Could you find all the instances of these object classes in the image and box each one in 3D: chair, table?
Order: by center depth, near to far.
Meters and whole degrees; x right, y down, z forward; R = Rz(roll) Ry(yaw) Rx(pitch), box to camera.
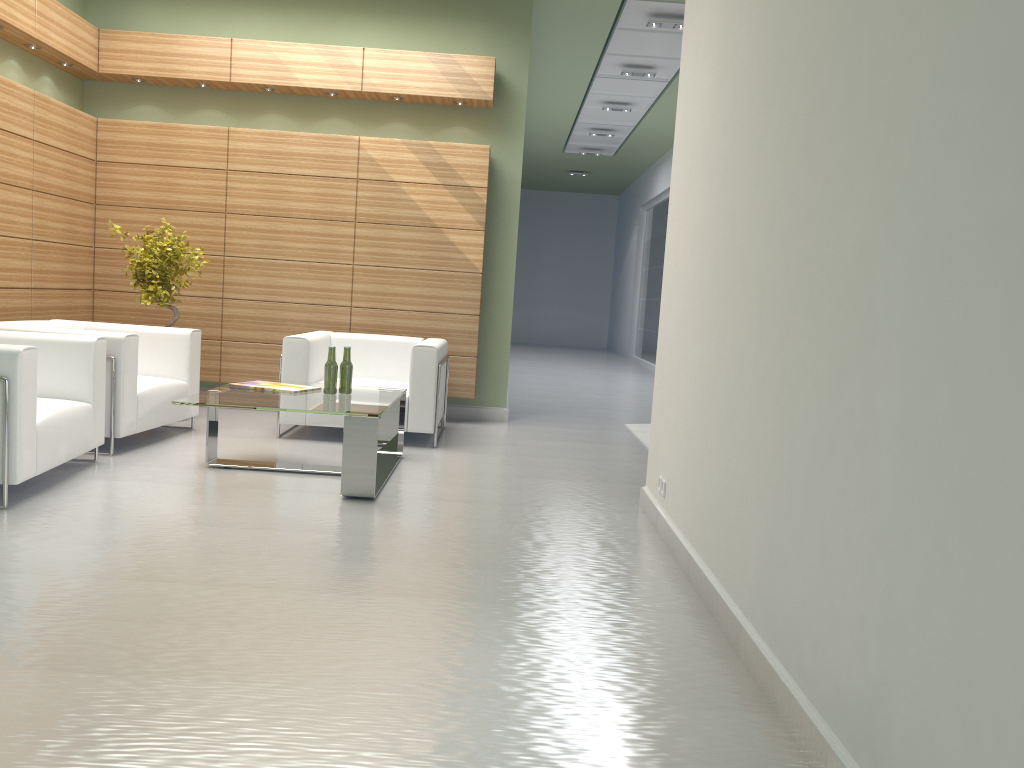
[{"bbox_3d":[-4.643,0.196,7.463,1.802,1.234,1.894,3,6,-6],"label":"chair"},{"bbox_3d":[-2.061,0.469,8.717,1.783,0.742,2.197,4,5,-1],"label":"table"},{"bbox_3d":[-4.648,-0.027,9.777,1.769,1.234,1.894,4,6,4],"label":"chair"},{"bbox_3d":[-1.812,0.020,11.256,1.894,1.234,1.802,4,5,-1],"label":"chair"}]

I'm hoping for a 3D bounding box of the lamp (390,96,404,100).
[{"bbox_3d":[-1.609,-4.025,12.415,0.181,0.074,0.181,-1,7,-40],"label":"lamp"}]

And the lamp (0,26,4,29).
[{"bbox_3d":[-5.870,-4.083,10.064,0.181,0.074,0.181,2,6,-18],"label":"lamp"}]

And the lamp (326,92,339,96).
[{"bbox_3d":[-2.510,-4.084,12.401,0.181,0.074,0.181,3,6,-6],"label":"lamp"}]

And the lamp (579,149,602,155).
[{"bbox_3d":[2.333,-6.889,26.283,0.657,0.159,0.286,4,5,-1],"label":"lamp"}]

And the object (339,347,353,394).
[{"bbox_3d":[-1.666,-0.138,8.914,0.131,0.475,0.131,0,7,-36],"label":"object"}]

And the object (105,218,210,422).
[{"bbox_3d":[-4.576,-0.851,11.339,1.201,2.565,1.116,0,7,-33],"label":"object"}]

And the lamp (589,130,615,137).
[{"bbox_3d":[2.361,-6.595,23.250,0.657,0.159,0.286,4,5,-1],"label":"lamp"}]

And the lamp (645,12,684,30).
[{"bbox_3d":[2.447,-5.690,13.920,0.657,0.159,0.286,4,5,-1],"label":"lamp"}]

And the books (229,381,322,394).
[{"bbox_3d":[-2.406,0.029,9.025,0.762,0.025,0.508,6,6,19],"label":"books"}]

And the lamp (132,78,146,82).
[{"bbox_3d":[-5.203,-4.259,12.359,0.181,0.074,0.181,3,6,-6],"label":"lamp"}]

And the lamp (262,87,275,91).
[{"bbox_3d":[-3.399,-4.142,12.387,0.181,0.074,0.181,-1,7,-40],"label":"lamp"}]

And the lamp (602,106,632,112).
[{"bbox_3d":[2.390,-6.292,20.131,0.657,0.159,0.286,4,5,-1],"label":"lamp"}]

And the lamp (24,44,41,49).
[{"bbox_3d":[-5.878,-4.162,10.880,0.181,0.074,0.181,1,6,-29],"label":"lamp"}]

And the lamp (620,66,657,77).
[{"bbox_3d":[2.419,-5.985,16.958,0.657,0.159,0.286,4,5,-1],"label":"lamp"}]

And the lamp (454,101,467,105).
[{"bbox_3d":[-0.725,-3.967,12.428,0.181,0.074,0.181,3,6,-6],"label":"lamp"}]

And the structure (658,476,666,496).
[{"bbox_3d":[1.242,0.841,7.341,0.017,0.118,0.262,4,5,-1],"label":"structure"}]

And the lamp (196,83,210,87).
[{"bbox_3d":[-4.307,-4.201,12.373,0.181,0.074,0.181,3,6,-6],"label":"lamp"}]

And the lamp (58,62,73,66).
[{"bbox_3d":[-5.885,-4.240,11.685,0.181,0.074,0.181,2,6,-18],"label":"lamp"}]

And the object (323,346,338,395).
[{"bbox_3d":[-1.794,-0.135,8.792,0.131,0.475,0.131,0,7,-36],"label":"object"}]

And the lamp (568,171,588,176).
[{"bbox_3d":[2.293,-7.319,30.726,0.657,0.159,0.286,4,5,-1],"label":"lamp"}]
